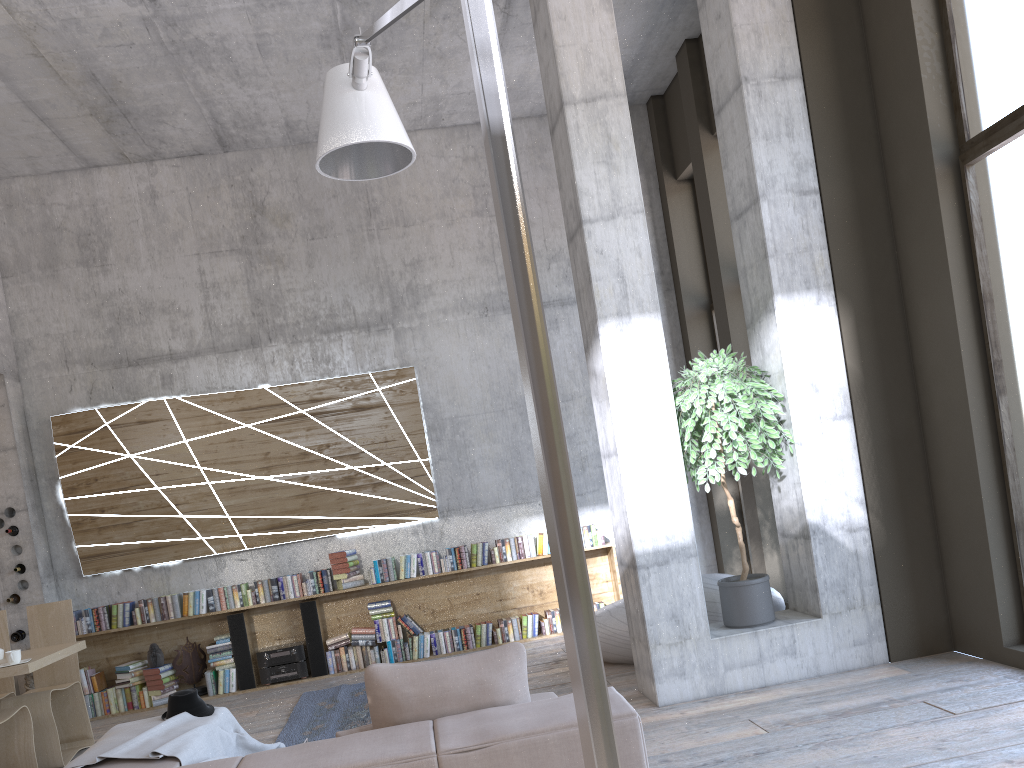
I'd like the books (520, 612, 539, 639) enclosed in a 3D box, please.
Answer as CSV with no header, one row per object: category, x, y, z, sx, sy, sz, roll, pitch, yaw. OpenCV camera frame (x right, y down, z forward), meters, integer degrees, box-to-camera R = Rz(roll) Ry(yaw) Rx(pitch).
books,0.172,2.392,8.696,0.199,0.228,0.190,-9,-2,-7

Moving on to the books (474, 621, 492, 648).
books,-0.282,2.456,8.614,0.199,0.228,0.190,-9,-2,-7

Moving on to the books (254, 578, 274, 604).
books,-2.360,1.980,8.386,0.155,0.220,0.206,-9,-2,-7

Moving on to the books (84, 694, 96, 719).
books,-4.019,3.010,8.183,0.272,0.220,0.206,-9,-2,-7

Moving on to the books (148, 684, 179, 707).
books,-3.273,2.924,8.237,0.251,0.150,0.259,-13,-6,39

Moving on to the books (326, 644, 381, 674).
books,-1.530,2.633,8.483,0.493,0.238,0.243,-9,-2,-6

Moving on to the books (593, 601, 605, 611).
books,0.852,2.283,8.705,0.276,0.221,0.171,-9,-1,-5

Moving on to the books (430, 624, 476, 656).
books,-0.579,2.501,8.573,0.416,0.220,0.206,-9,-2,-6

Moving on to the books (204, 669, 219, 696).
books,-2.847,2.834,8.333,0.074,0.220,0.206,-9,-2,-7

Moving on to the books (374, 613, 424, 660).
books,-1.078,2.463,8.511,0.450,0.449,0.215,-9,0,-6

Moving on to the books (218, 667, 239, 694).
books,-2.693,2.809,8.335,0.199,0.228,0.190,-9,-2,-7

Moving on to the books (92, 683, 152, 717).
books,-3.647,2.948,8.253,0.493,0.238,0.243,-9,-2,-6

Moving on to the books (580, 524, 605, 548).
books,0.760,1.510,8.682,0.276,0.221,0.171,-9,-1,-5

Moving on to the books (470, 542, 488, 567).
books,-0.321,1.667,8.597,0.199,0.228,0.190,-9,-2,-7

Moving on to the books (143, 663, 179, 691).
books,-3.290,2.748,8.226,0.190,0.210,0.245,-10,-3,14

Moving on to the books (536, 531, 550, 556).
books,0.351,1.562,8.636,0.248,0.228,0.190,-9,-2,-7

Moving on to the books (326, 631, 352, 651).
books,-1.661,2.477,8.448,0.234,0.140,0.193,-9,-4,-6

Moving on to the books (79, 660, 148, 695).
books,-3.782,2.753,8.229,0.716,0.262,0.302,-9,-3,-2

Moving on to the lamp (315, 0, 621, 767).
lamp,-0.229,0.170,2.848,0.750,3.423,2.652,-10,-1,-20

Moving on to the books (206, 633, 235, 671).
books,-2.757,2.552,8.351,0.251,0.323,0.219,-9,-1,-5

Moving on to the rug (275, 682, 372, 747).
rug,-1.100,2.437,6.326,1.159,0.049,2.942,-8,-7,-7

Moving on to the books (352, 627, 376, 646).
books,-1.422,2.423,8.414,0.243,0.192,0.155,-9,-1,-7

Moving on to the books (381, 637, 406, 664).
books,-1.154,2.580,8.493,0.226,0.220,0.216,-9,-2,-7

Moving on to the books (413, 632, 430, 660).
books,-0.880,2.538,8.512,0.199,0.228,0.190,-9,-2,-7

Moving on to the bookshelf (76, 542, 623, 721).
bookshelf,-1.556,2.374,8.495,5.307,0.806,0.303,-9,1,-6

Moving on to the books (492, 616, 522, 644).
books,-0.055,2.422,8.630,0.277,0.220,0.210,-9,-2,-8

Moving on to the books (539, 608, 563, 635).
books,0.415,2.355,8.714,0.277,0.220,0.210,-9,-2,-8

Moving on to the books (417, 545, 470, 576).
books,-0.668,1.719,8.546,0.488,0.220,0.216,-9,-2,-6

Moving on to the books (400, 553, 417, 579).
books,-1.005,1.762,8.486,0.199,0.228,0.190,-9,-2,-7

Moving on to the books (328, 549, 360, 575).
books,-1.605,1.703,8.398,0.190,0.210,0.245,-10,-3,14

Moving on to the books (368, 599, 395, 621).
books,-1.265,2.190,8.499,0.238,0.161,0.191,-9,-3,-7

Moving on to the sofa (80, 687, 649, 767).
sofa,-1.179,1.781,4.000,2.989,0.784,3.036,-9,-6,-7

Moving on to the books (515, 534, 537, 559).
books,0.137,1.595,8.613,0.155,0.220,0.190,-9,-2,-7

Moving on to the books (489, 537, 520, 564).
books,-0.078,1.631,8.614,0.277,0.220,0.210,-9,-2,-8

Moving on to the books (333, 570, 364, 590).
books,-1.567,1.879,8.412,0.224,0.150,0.282,-13,-6,40

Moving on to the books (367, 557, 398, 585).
books,-1.256,1.800,8.469,0.277,0.220,0.210,-9,-2,-8
